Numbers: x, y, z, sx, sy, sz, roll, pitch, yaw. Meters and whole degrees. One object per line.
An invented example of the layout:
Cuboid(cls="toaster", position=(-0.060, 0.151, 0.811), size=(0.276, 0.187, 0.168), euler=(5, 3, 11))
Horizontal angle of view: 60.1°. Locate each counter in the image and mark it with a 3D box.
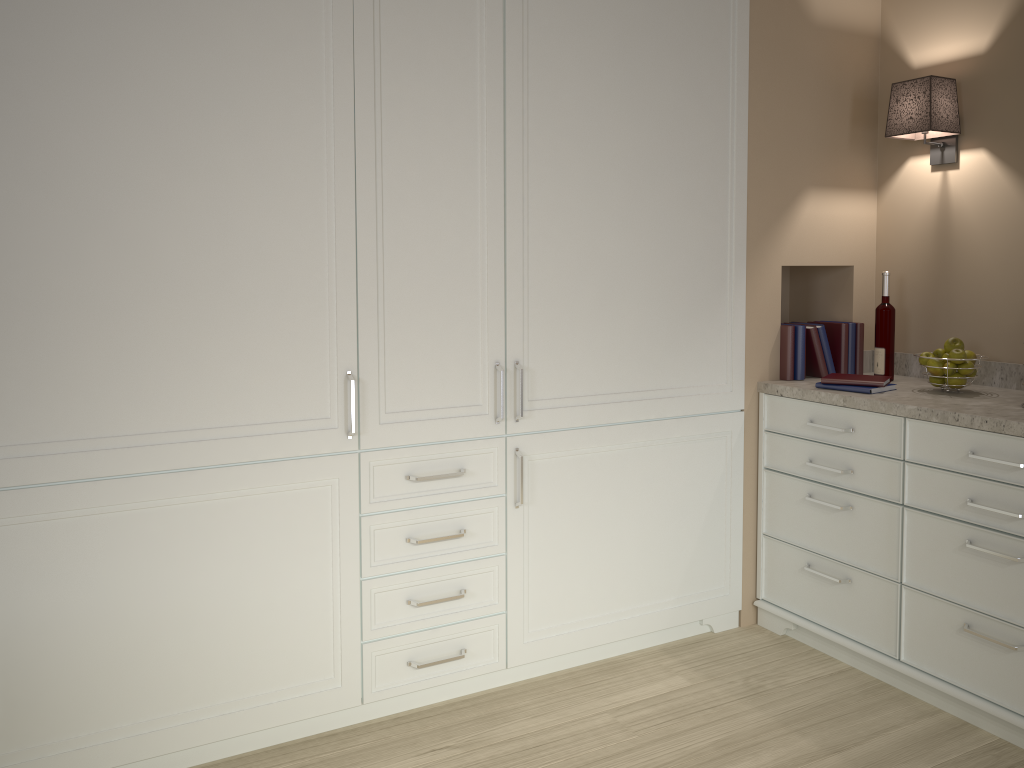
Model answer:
Cuboid(cls="counter", position=(1.840, 0.136, 1.649), size=(0.579, 0.113, 3.864), euler=(-4, 9, -28))

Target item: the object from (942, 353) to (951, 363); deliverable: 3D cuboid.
Cuboid(cls="object", position=(1.311, -0.074, 2.652), size=(0.040, 0.038, 0.040), euler=(3, 7, 32))

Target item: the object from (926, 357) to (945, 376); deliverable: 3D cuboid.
Cuboid(cls="object", position=(1.278, -0.051, 2.659), size=(0.058, 0.058, 0.058), euler=(3, 6, 28))

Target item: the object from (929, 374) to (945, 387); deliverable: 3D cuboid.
Cuboid(cls="object", position=(1.297, -0.015, 2.694), size=(0.048, 0.048, 0.048), euler=(-2, 6, -18))

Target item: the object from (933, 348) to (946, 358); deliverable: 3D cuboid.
Cuboid(cls="object", position=(1.310, -0.087, 2.703), size=(0.040, 0.043, 0.044), euler=(-1, 6, -14))

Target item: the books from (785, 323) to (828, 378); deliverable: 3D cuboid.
Cuboid(cls="books", position=(1.008, -0.118, 3.061), size=(0.091, 0.182, 0.166), euler=(-2, 6, -26))

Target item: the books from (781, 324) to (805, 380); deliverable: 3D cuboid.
Cuboid(cls="books", position=(0.928, -0.112, 3.008), size=(0.032, 0.182, 0.165), euler=(-2, 5, -29))

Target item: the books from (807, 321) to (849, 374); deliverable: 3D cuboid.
Cuboid(cls="books", position=(1.115, -0.127, 3.122), size=(0.032, 0.182, 0.165), euler=(-2, 5, -29))

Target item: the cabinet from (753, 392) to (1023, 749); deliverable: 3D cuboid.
Cuboid(cls="cabinet", position=(1.847, 0.574, 1.687), size=(0.643, 0.789, 3.222), euler=(-3, 8, -29))

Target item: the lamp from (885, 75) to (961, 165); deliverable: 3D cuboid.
Cuboid(cls="lamp", position=(1.342, -0.847, 2.862), size=(0.192, 0.257, 0.170), euler=(-3, 5, -29))

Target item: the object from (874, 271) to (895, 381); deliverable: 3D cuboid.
Cuboid(cls="object", position=(1.237, -0.192, 2.932), size=(0.062, 0.364, 0.062), euler=(0, 3, -3))

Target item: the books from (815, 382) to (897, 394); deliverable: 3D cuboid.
Cuboid(cls="books", position=(1.067, 0.007, 2.742), size=(0.165, 0.017, 0.183), euler=(-6, 10, -38))

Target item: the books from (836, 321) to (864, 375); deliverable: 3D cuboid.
Cuboid(cls="books", position=(1.177, -0.129, 3.142), size=(0.032, 0.182, 0.165), euler=(-2, 5, -29))

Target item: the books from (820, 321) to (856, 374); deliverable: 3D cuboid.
Cuboid(cls="books", position=(1.144, -0.130, 3.136), size=(0.032, 0.182, 0.165), euler=(-2, 5, -29))

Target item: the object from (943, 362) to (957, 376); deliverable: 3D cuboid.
Cuboid(cls="object", position=(1.299, -0.045, 2.622), size=(0.040, 0.040, 0.039), euler=(-4, 7, -37))

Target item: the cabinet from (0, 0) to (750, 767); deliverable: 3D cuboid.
Cuboid(cls="cabinet", position=(-0.318, -0.309, 2.546), size=(2.346, 2.329, 0.614), euler=(-3, 5, -29))

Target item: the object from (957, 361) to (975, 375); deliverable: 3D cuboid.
Cuboid(cls="object", position=(1.343, -0.048, 2.618), size=(0.047, 0.045, 0.047), euler=(-3, 6, -25))

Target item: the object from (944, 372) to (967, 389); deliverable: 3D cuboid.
Cuboid(cls="object", position=(1.328, -0.014, 2.648), size=(0.061, 0.056, 0.060), euler=(2, 6, 16))

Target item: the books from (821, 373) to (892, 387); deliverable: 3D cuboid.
Cuboid(cls="books", position=(1.074, -0.012, 2.756), size=(0.183, 0.017, 0.165), euler=(4, 9, 31))

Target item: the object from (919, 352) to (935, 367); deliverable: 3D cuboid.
Cuboid(cls="object", position=(1.267, -0.074, 2.700), size=(0.048, 0.048, 0.047), euler=(2, 6, 23))

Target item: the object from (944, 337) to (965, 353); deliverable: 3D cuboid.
Cuboid(cls="object", position=(1.334, -0.113, 2.669), size=(0.055, 0.056, 0.055), euler=(-3, 6, -29))

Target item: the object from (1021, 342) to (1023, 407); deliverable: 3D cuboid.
Cuboid(cls="object", position=(1.454, -0.087, 2.344), size=(0.163, 0.303, 0.169), euler=(-4, 6, -45))

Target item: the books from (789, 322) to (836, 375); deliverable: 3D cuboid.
Cuboid(cls="books", position=(1.036, -0.121, 3.076), size=(0.092, 0.181, 0.165), euler=(-2, 6, -29))

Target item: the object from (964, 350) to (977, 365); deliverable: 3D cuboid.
Cuboid(cls="object", position=(1.367, -0.075, 2.654), size=(0.050, 0.054, 0.055), euler=(3, 6, 30))

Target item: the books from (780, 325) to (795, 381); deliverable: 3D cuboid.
Cuboid(cls="books", position=(0.892, -0.111, 3.007), size=(0.032, 0.182, 0.165), euler=(-2, 5, -29))

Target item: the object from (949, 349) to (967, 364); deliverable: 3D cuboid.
Cuboid(cls="object", position=(1.317, -0.081, 2.612), size=(0.047, 0.045, 0.047), euler=(-3, 6, -28))

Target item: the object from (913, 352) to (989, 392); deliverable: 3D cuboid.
Cuboid(cls="object", position=(1.326, -0.032, 2.676), size=(0.206, 0.109, 0.207), euler=(2, 7, 16))
